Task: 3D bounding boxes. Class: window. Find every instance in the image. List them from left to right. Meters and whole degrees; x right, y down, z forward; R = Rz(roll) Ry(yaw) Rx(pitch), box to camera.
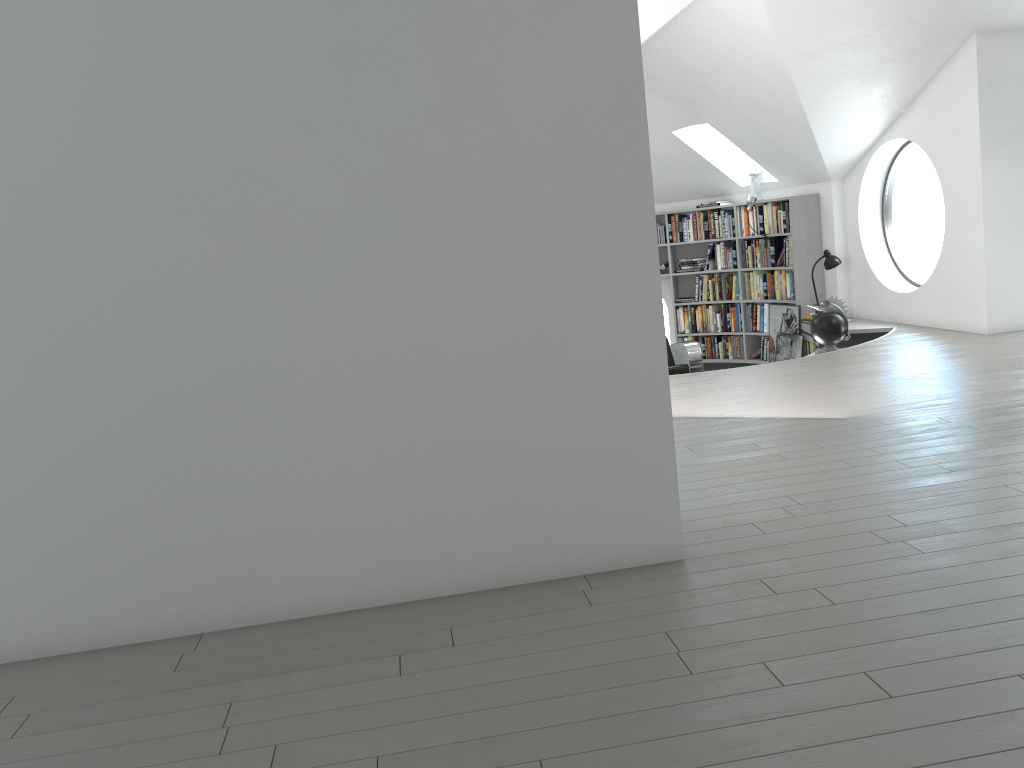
[{"bbox_3d":[0.621,-0.687,11.435,3.236,1.147,0.618,-9,8,-21],"label":"window"},{"bbox_3d":[1.010,-2.787,10.381,4.056,0.710,1.939,-7,9,-7],"label":"window"},{"bbox_3d":[4.009,-1.652,8.542,0.104,1.465,1.476,-7,8,-7],"label":"window"}]

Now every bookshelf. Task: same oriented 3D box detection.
[{"bbox_3d":[1.196,-1.045,10.602,4.334,1.873,2.116,-7,8,-7],"label":"bookshelf"}]

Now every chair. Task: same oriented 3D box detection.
[{"bbox_3d":[1.513,-0.126,9.453,0.824,0.717,0.743,-8,8,-12],"label":"chair"}]

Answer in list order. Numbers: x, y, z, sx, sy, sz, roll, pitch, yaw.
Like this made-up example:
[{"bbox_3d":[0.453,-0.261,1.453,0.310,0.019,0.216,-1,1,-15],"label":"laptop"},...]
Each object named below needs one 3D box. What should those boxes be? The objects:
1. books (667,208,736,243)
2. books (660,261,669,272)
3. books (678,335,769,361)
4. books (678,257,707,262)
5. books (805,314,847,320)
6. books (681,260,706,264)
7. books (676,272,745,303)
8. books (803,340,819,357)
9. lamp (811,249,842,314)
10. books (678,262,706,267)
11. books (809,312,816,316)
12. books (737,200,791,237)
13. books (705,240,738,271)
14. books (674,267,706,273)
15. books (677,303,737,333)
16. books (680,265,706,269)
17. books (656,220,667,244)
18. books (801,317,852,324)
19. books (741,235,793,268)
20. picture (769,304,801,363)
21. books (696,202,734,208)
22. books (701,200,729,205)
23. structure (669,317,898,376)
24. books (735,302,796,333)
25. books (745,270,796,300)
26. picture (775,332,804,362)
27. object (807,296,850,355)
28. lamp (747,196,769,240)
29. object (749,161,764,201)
[{"bbox_3d":[2.382,-1.968,10.974,0.969,0.366,0.307,0,10,36],"label":"books"},{"bbox_3d":[1.820,-1.564,11.314,0.399,0.339,0.225,-4,8,13],"label":"books"},{"bbox_3d":[2.719,-0.464,10.963,1.498,0.310,0.361,3,12,45],"label":"books"},{"bbox_3d":[2.288,-1.572,11.183,0.270,0.031,0.286,-11,10,-26],"label":"books"},{"bbox_3d":[3.311,-0.706,9.352,0.286,0.034,0.305,-9,9,-17],"label":"books"},{"bbox_3d":[2.292,-1.541,11.187,0.226,0.036,0.214,2,12,43],"label":"books"},{"bbox_3d":[2.510,-1.209,11.021,0.973,0.351,0.252,0,10,35],"label":"books"},{"bbox_3d":[3.311,-0.270,9.336,0.272,0.297,1.152,-5,9,7],"label":"books"},{"bbox_3d":[3.307,-1.079,9.303,0.322,0.658,0.234,-5,8,9],"label":"lamp"},{"bbox_3d":[2.295,-1.510,11.191,0.286,0.031,0.270,2,12,43],"label":"books"},{"bbox_3d":[3.307,-0.738,9.348,0.269,0.031,0.287,-6,9,3],"label":"books"},{"bbox_3d":[3.009,-1.912,10.211,0.293,0.361,1.016,-10,9,-24],"label":"books"},{"bbox_3d":[2.645,-1.588,10.880,0.553,0.349,0.256,1,10,39],"label":"books"},{"bbox_3d":[2.302,-1.448,11.199,0.388,0.042,0.367,0,11,33],"label":"books"},{"bbox_3d":[2.487,-0.836,11.127,0.872,0.349,0.273,0,10,34],"label":"books"},{"bbox_3d":[2.298,-1.480,11.195,0.285,0.031,0.270,-1,10,28],"label":"books"},{"bbox_3d":[1.203,-1.893,11.304,1.566,0.365,0.395,-6,8,-1],"label":"books"},{"bbox_3d":[3.315,-0.670,9.357,0.365,0.042,0.389,-7,9,-7],"label":"books"},{"bbox_3d":[3.053,-1.533,10.248,0.280,0.357,1.055,-9,9,-21],"label":"books"},{"bbox_3d":[3.092,-0.471,10.066,0.090,0.860,0.580,-8,8,-17],"label":"picture"},{"bbox_3d":[2.501,-2.201,10.912,0.336,0.036,0.317,3,13,45],"label":"books"},{"bbox_3d":[2.498,-2.229,10.908,0.234,0.027,0.248,-12,11,-34],"label":"books"},{"bbox_3d":[1.459,-0.097,9.341,4.709,0.690,4.728,1,11,38],"label":"structure"},{"bbox_3d":[3.101,-0.785,10.399,0.304,0.357,1.186,-10,10,-25],"label":"books"},{"bbox_3d":[3.102,-1.155,10.294,0.276,0.346,1.023,-9,9,-21],"label":"books"},{"bbox_3d":[3.089,-0.283,9.905,0.107,0.553,0.490,-8,8,-16],"label":"picture"},{"bbox_3d":[2.942,-0.541,8.236,0.321,0.560,0.321,-11,9,-33],"label":"object"},{"bbox_3d":[2.816,-1.892,10.105,0.275,0.523,0.112,-8,8,-16],"label":"lamp"},{"bbox_3d":[2.841,-2.373,10.364,0.179,0.471,0.180,-6,7,2],"label":"object"}]
